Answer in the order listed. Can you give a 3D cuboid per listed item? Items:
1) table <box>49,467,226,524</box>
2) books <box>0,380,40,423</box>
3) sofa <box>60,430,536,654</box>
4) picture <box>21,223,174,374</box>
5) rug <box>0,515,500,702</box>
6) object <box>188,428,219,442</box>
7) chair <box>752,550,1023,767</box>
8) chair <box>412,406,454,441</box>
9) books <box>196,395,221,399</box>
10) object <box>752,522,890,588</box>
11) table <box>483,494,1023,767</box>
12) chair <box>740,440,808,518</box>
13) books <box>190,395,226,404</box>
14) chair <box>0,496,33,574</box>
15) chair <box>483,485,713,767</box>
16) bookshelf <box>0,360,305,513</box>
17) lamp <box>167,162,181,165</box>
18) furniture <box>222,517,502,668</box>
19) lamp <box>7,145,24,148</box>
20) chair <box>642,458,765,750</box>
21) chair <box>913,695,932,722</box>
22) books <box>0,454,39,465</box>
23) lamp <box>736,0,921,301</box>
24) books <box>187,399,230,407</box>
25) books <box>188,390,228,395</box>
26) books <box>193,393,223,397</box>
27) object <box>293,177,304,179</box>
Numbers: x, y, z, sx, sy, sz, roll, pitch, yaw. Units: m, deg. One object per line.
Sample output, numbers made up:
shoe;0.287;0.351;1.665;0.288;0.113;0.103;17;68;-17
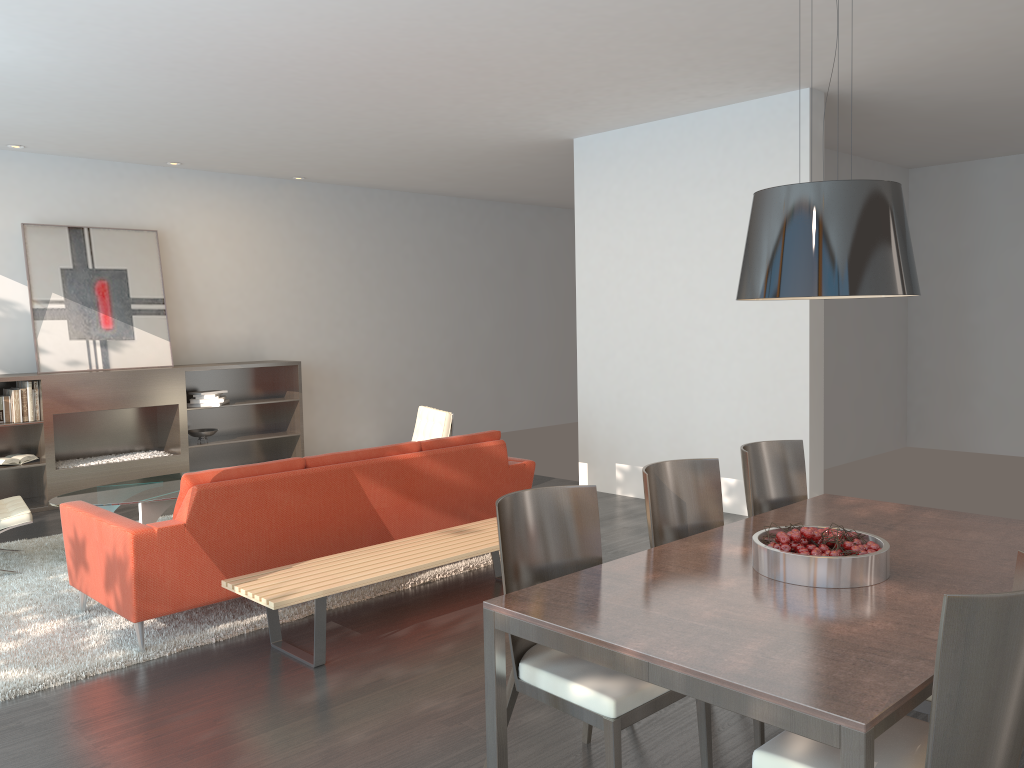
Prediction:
table;-2.168;0.914;6.262;1.999;0.464;0.948;-5;6;-43
books;-4.336;0.157;7.458;0.592;0.339;0.324;-5;6;-44
sofa;-1.109;0.770;5.245;2.598;0.852;1.038;-5;6;-44
picture;-3.825;-0.798;8.247;1.209;1.337;0.269;-5;5;-44
rug;-1.834;1.145;6.084;3.774;0.043;2.984;-5;6;-44
object;-3.048;0.514;8.733;0.309;0.116;0.309;-2;4;-10
chair;0.959;0.896;2.152;0.548;0.967;0.614;-5;5;-44
chair;-0.874;0.624;7.225;0.707;0.816;0.700;-3;4;-24
books;-3.001;0.125;8.763;0.210;0.020;0.300;-2;4;-14
object;1.012;0.533;2.919;0.427;0.154;0.427;-1;4;0
table;1.101;0.985;3.003;2.152;0.764;1.172;-5;6;-44
chair;1.306;0.763;3.866;0.548;0.967;0.614;-5;5;-44
books;-3.000;0.153;8.765;0.314;0.038;0.398;-2;4;-14
chair;-3.467;0.796;5.608;0.707;0.816;0.700;-4;5;-34
chair;0.251;0.859;2.856;0.548;0.967;0.614;-5;5;-44
bookshelf;-3.602;0.442;8.310;3.388;1.162;0.570;-5;5;-44
lamp;-3.312;-2.157;8.683;0.129;0.010;0.129;-1;4;1
furniture;-0.469;1.045;4.694;2.006;0.357;0.492;-5;6;-44
lamp;-4.320;-2.066;7.718;0.129;0.010;0.129;-1;4;1
chair;0.803;0.809;3.385;0.548;0.967;0.614;-5;5;-44
chair;1.462;0.850;2.634;0.548;0.967;0.614;-5;5;-44
books;-4.271;0.651;7.569;0.234;0.064;0.336;1;5;26
lamp;1.002;-1.067;2.832;0.567;1.579;0.567;-2;4;-15
books;-2.999;0.191;8.767;0.314;0.038;0.398;-1;4;-4
books;-3.002;0.085;8.760;0.210;0.020;0.300;2;5;36
books;-3.001;0.105;8.762;0.210;0.020;0.300;-1;4;-4
object;-2.336;-2.252;9.704;0.129;0.010;0.129;-1;4;1
